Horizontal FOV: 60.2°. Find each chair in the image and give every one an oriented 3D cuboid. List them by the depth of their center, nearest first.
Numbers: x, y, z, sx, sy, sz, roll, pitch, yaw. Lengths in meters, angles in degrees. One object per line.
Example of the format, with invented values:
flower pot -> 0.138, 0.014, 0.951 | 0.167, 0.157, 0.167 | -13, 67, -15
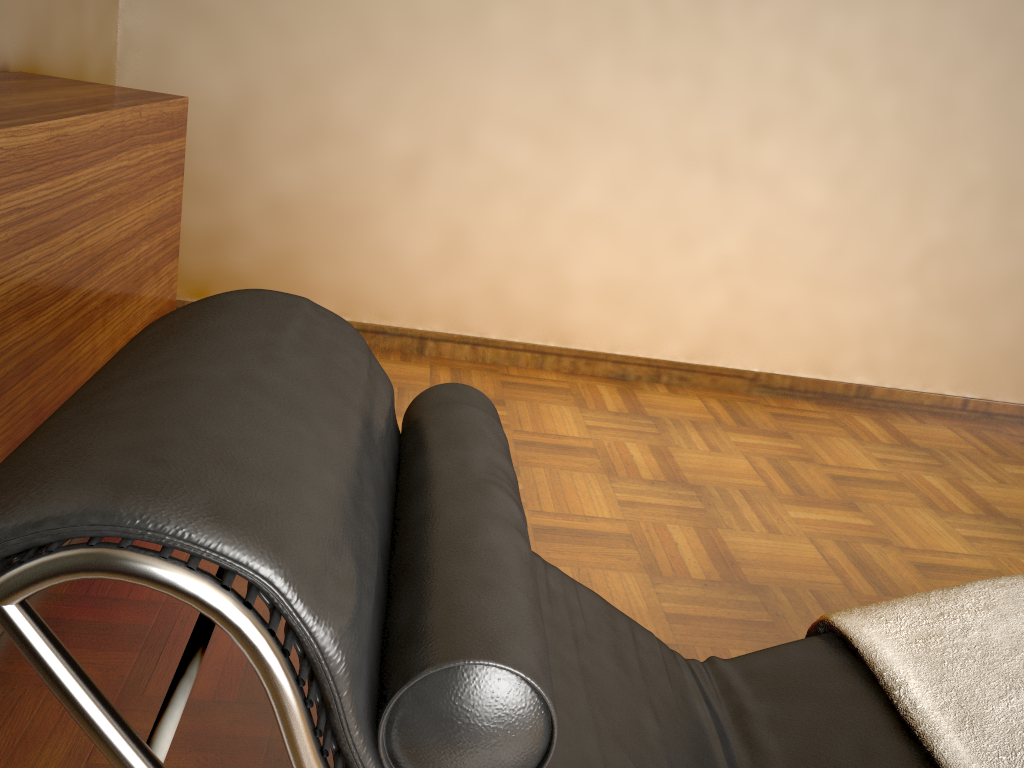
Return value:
chair -> 0.402, 0.433, 1.025 | 1.785, 0.780, 0.652 | 7, 17, -7

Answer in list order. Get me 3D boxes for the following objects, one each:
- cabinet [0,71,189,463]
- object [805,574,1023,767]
cabinet -> -1.042, -0.074, 1.588 | 0.415, 0.842, 1.718 | 7, 19, -8
object -> 0.900, 0.639, 1.114 | 0.907, 0.508, 0.941 | 7, 19, -7
